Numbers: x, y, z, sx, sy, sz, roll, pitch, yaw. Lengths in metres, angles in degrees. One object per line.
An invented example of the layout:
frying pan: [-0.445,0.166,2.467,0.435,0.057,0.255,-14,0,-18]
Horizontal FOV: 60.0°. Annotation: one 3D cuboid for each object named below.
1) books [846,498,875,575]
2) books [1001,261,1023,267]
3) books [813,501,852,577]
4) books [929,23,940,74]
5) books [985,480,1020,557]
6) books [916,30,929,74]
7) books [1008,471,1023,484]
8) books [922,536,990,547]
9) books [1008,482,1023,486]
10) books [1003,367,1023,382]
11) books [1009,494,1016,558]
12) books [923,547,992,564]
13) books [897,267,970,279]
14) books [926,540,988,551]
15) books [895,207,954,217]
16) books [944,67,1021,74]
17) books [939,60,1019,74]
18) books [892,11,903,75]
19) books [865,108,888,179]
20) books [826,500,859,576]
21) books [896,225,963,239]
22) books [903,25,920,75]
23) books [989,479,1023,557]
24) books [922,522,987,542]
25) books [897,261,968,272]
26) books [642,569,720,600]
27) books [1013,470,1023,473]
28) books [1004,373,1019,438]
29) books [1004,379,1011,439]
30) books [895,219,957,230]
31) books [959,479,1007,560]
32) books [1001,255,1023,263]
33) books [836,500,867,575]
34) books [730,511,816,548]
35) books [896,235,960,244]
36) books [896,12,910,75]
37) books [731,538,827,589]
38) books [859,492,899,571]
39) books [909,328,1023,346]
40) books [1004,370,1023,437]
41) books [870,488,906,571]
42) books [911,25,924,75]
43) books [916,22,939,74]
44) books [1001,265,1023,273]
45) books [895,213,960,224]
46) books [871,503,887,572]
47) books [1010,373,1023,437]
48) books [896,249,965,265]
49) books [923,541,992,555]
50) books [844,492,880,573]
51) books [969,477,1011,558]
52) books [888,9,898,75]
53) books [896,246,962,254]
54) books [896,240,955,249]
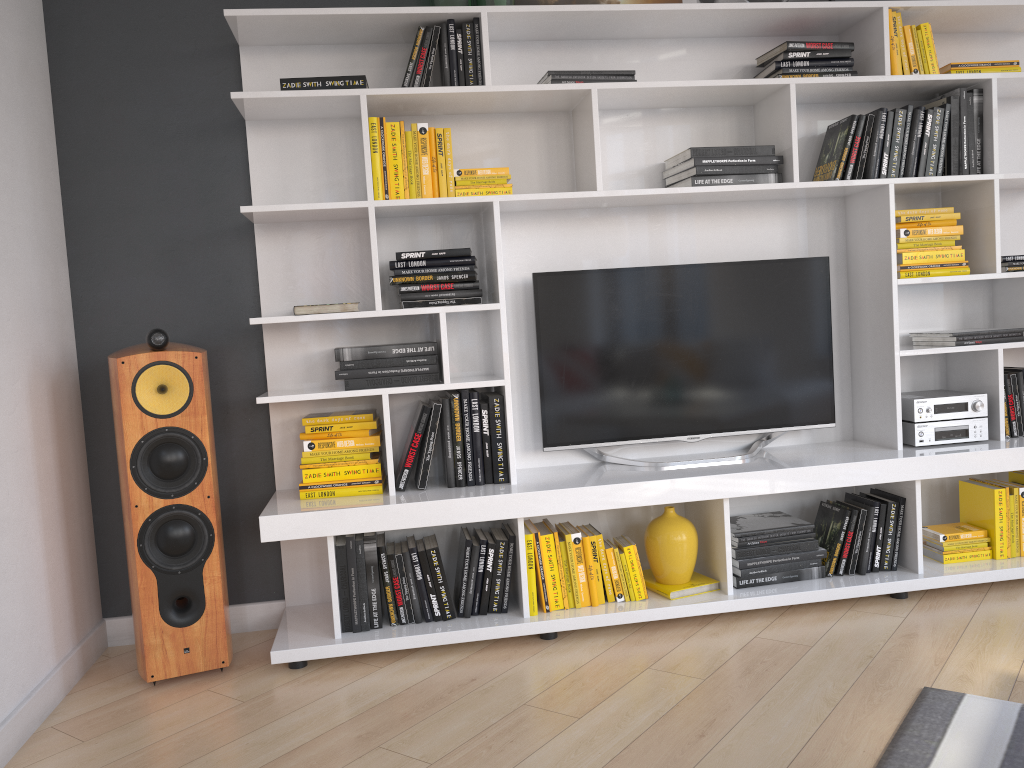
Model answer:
books: [1.231,0.543,3.172,0.069,0.242,0.172,-4,4,-7]
books: [1.878,-0.445,3.288,0.198,0.015,0.142,-4,4,-10]
books: [1.129,0.552,3.180,0.104,0.234,0.182,-4,4,-8]
books: [1.469,-1.175,3.175,0.044,0.184,0.142,-4,4,-7]
books: [1.803,0.492,3.277,0.019,0.251,0.180,-4,4,-8]
books: [1.427,-1.158,3.146,0.046,0.161,0.108,-4,4,-9]
books: [1.935,0.473,3.301,0.029,0.270,0.204,-4,4,-8]
books: [1.621,0.564,3.246,0.187,0.014,0.134,-4,4,-8]
books: [1.909,0.493,3.293,0.024,0.234,0.172,-4,4,-8]
books: [1.886,0.062,3.337,0.066,0.255,0.193,-4,4,-9]
books: [1.785,0.508,3.257,0.024,0.229,0.156,-4,4,-8]
books: [1.623,0.616,3.250,0.190,0.033,0.147,-4,4,-8]
books: [1.513,-0.404,3.277,0.257,0.028,0.194,-4,4,-3]
books: [1.618,0.581,3.231,0.169,0.018,0.113,-4,4,-7]
books: [1.493,-0.631,3.304,0.223,0.023,0.163,-4,4,-4]
books: [1.677,-1.114,3.242,0.257,0.028,0.194,-4,4,-3]
books: [1.671,-1.140,3.248,0.257,0.024,0.203,-4,4,-5]
books: [1.322,-1.185,3.162,0.041,0.224,0.163,-4,4,-10]
books: [1.276,-0.847,3.204,0.075,0.254,0.192,-4,4,-9]
books: [1.162,0.550,3.189,0.096,0.234,0.187,-4,4,-8]
books: [1.509,-0.556,3.290,0.239,0.033,0.176,-4,4,-5]
books: [1.386,-1.166,3.159,0.054,0.180,0.132,-4,4,-8]
books: [1.829,0.491,3.279,0.035,0.250,0.185,-4,4,-8]
books: [1.615,0.544,3.257,0.186,0.026,0.138,-4,4,-8]
books: [1.507,-0.430,3.283,0.257,0.024,0.203,-4,4,-5]
books: [0.566,0.694,3.119,0.204,0.029,0.270,-5,4,-23]
books: [1.960,0.471,3.314,0.025,0.270,0.213,-4,4,-8]
books: [1.811,0.075,3.330,0.053,0.240,0.189,-4,4,-8]
books: [1.778,0.062,3.328,0.053,0.268,0.202,-4,4,-8]
books: [1.500,-0.583,3.289,0.227,0.022,0.160,-3,4,7]
books: [1.733,0.495,3.267,0.044,0.255,0.198,-4,4,-8]
books: [1.877,-0.465,3.302,0.213,0.023,0.161,-4,4,-5]
books: [1.195,0.548,3.180,0.081,0.233,0.169,-4,4,-9]
books: [0.888,0.521,3.194,0.310,0.047,0.250,-5,4,-13]
books: [1.500,-0.530,3.292,0.239,0.019,0.171,-4,4,-8]
books: [1.351,-1.187,3.174,0.054,0.224,0.164,-4,4,-9]
books: [0.903,0.614,3.180,0.343,0.137,0.277,-5,4,-13]
books: [1.313,0.530,3.208,0.084,0.249,0.191,-4,4,-8]
books: [1.699,-0.176,3.322,0.310,0.047,0.250,-5,4,-13]
books: [1.859,0.070,3.322,0.050,0.242,0.169,-4,4,-9]
books: [1.346,0.523,3.214,0.066,0.260,0.197,-4,4,-8]
books: [1.407,-1.166,3.155,0.044,0.178,0.128,-4,4,-8]
books: [1.448,-1.172,3.163,0.064,0.184,0.141,-4,4,-7]
books: [1.880,-0.426,3.287,0.213,0.023,0.161,-4,4,-5]
books: [1.507,-0.607,3.285,0.223,0.023,0.163,-4,4,-4]
books: [1.277,0.538,3.199,0.068,0.243,0.179,-4,4,-9]
books: [1.836,0.075,3.326,0.049,0.236,0.170,-4,4,-8]
books: [1.505,-0.463,3.286,0.243,0.042,0.189,-4,4,-8]
books: [1.622,0.593,3.252,0.196,0.011,0.148,-4,4,-8]
books: [1.249,0.533,3.201,0.075,0.254,0.192,-4,4,-9]
books: [1.763,0.491,3.274,0.015,0.263,0.199,-4,4,-8]
books: [1.302,-1.184,3.140,0.041,0.229,0.161,-4,4,-9]
books: [1.499,-0.492,3.297,0.251,0.014,0.189,-4,4,-5]
books: [1.492,-0.508,3.275,0.217,0.023,0.145,-4,4,-4]
